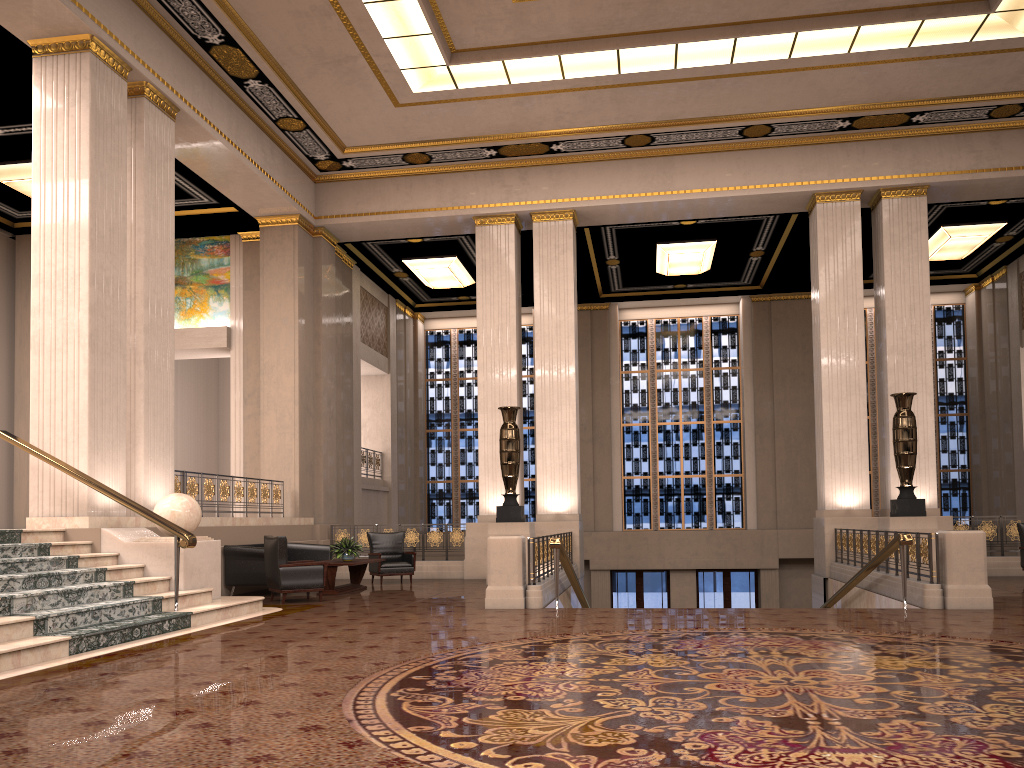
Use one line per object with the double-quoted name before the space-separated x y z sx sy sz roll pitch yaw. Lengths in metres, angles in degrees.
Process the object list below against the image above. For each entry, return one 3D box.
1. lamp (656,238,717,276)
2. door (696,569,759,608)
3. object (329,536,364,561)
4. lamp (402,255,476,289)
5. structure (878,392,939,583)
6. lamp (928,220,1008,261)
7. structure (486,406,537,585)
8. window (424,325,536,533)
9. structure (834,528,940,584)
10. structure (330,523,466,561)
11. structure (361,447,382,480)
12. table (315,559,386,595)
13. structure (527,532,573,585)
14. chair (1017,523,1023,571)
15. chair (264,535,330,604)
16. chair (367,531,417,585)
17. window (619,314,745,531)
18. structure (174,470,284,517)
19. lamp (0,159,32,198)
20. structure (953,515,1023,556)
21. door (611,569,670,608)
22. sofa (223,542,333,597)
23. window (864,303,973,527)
"lamp" 3.630 -2.608 18.503 1.168 0.213 2.036 -2 -9 9
"door" 5.218 5.805 21.310 1.492 2.710 0.156 -1 -2 9
"object" -2.368 2.349 12.614 0.504 0.374 0.527 -7 -9 41
"lamp" -1.566 -2.406 19.315 1.168 0.213 2.036 -2 -9 9
"structure" 5.843 1.533 13.064 0.700 2.774 0.704 -1 -3 9
"lamp" 8.915 -2.814 17.677 1.168 0.213 2.036 -2 -9 9
"structure" -0.014 1.761 13.979 0.700 2.774 0.704 -1 -3 9
"window" -0.797 1.183 22.916 2.989 5.332 0.070 -1 -2 9
"structure" 4.801 2.206 11.678 0.079 0.532 4.985 -1 -9 8
"structure" -2.017 2.819 15.672 2.536 0.651 0.032 -2 -3 9
"structure" -3.216 1.764 19.530 0.031 0.662 2.176 -1 -8 9
"table" -2.443 2.775 12.726 0.839 0.432 1.489 -2 -8 9
"structure" 0.621 2.369 12.331 0.079 0.532 4.984 -1 -9 9
"chair" 7.845 2.441 12.830 0.647 0.839 0.723 -1 -5 4
"chair" -2.756 2.336 11.164 0.718 0.839 0.652 2 -6 -31
"chair" -1.968 2.823 14.360 0.648 0.839 0.722 2 -6 -26
"window" 4.243 0.987 22.128 2.989 5.332 0.070 -1 -2 9
"structure" -4.162 1.678 13.111 0.032 0.619 3.730 -1 -9 9
"lamp" -7.188 -3.184 13.800 1.716 0.213 1.179 -2 -9 9
"structure" 8.299 2.417 14.059 2.536 0.651 0.032 -2 -3 9
"door" 3.155 5.886 21.632 1.492 2.710 0.156 -1 -2 9
"sofa" -3.352 2.678 12.877 0.875 0.701 1.941 -2 -8 9
"window" 9.458 0.784 21.313 2.989 5.332 0.070 -1 -2 9
